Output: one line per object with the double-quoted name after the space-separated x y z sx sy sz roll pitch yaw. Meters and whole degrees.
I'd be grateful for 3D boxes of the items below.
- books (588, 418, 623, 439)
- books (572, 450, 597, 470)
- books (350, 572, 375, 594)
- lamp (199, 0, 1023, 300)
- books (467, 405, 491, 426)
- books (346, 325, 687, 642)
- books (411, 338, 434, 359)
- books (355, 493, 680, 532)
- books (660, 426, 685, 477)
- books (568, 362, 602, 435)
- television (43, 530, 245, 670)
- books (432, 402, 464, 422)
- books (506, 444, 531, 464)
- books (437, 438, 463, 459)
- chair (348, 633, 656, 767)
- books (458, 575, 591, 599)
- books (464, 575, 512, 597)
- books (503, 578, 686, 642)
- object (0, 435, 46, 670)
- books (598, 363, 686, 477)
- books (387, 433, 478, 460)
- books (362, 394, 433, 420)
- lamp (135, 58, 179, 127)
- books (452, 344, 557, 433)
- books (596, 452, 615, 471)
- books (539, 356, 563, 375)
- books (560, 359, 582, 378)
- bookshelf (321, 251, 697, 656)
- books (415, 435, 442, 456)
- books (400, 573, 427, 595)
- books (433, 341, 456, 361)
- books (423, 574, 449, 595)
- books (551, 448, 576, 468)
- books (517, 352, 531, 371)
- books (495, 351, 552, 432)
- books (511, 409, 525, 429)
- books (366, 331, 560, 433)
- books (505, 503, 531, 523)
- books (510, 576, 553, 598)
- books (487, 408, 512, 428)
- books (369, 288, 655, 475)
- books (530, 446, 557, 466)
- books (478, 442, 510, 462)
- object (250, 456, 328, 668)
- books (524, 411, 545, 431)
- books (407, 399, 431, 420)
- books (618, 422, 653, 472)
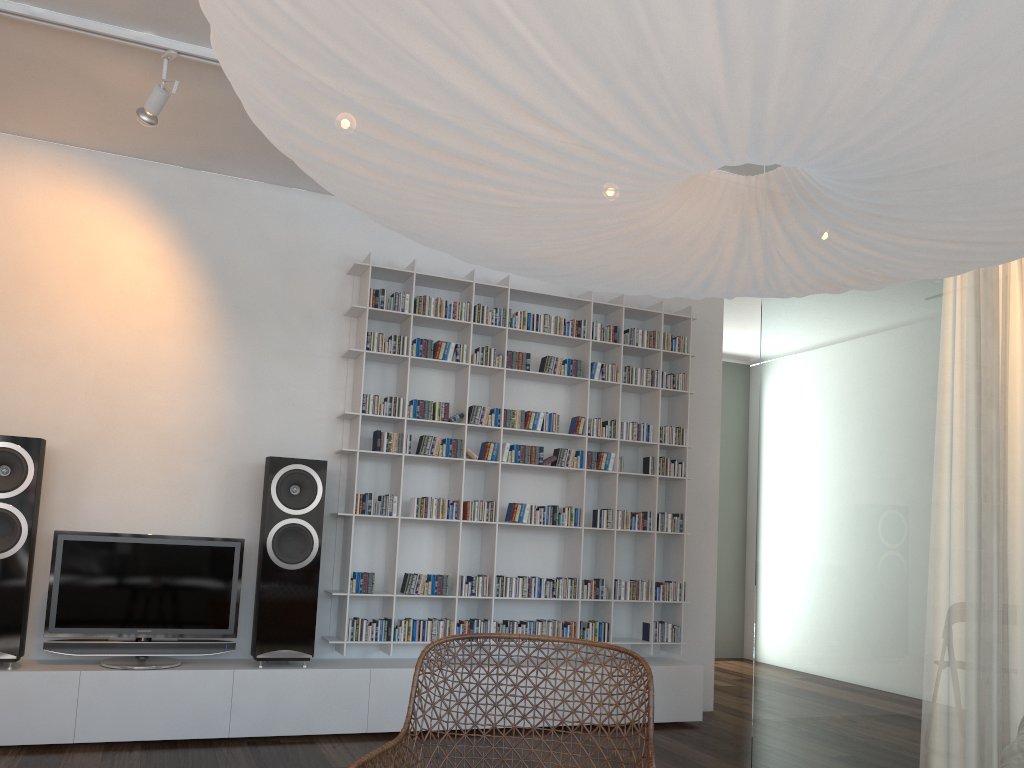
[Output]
0.520 0.261 5.109 0.233 0.112 0.102 7 -8 -22 "books"
0.404 0.437 5.047 0.145 0.104 0.099 7 -9 -23 "books"
-0.774 1.015 4.519 0.132 0.103 0.100 6 -9 -23 "books"
0.331 -0.327 1.234 1.470 0.208 1.484 0 -10 15 "lamp"
-0.187 0.177 4.826 0.118 0.107 0.090 6 -8 -22 "books"
0.099 0.505 4.919 1.957 1.805 0.115 6 -7 -22 "books"
-0.493 -0.183 4.730 0.132 0.103 0.100 6 -9 -23 "books"
0.078 0.718 4.894 1.929 0.113 0.115 7 -9 -22 "books"
0.928 0.403 5.267 0.183 0.297 0.115 6 -7 -22 "books"
0.420 0.087 5.081 0.156 0.428 0.090 5 -6 -22 "books"
-1.698 1.004 4.129 0.788 0.596 0.348 3 -7 -3 "television"
-0.343 0.161 4.763 0.164 0.105 0.090 6 -8 -22 "books"
0.029 0.392 4.898 0.132 0.103 0.100 6 -9 -23 "books"
-0.337 0.349 4.751 0.132 0.103 0.100 6 -9 -23 "books"
0.000 1.016 2.202 0.718 0.703 0.692 1 -8 11 "chair"
0.068 1.113 4.858 0.766 0.111 0.115 7 -9 -22 "books"
-0.139 1.088 4.775 0.269 0.112 0.100 7 -9 -23 "books"
0.477 1.280 5.012 1.136 0.346 0.115 7 -7 -22 "books"
-2.268 0.736 3.906 0.295 0.994 0.282 5 -7 -22 "object"
0.753 0.220 5.210 0.570 0.621 0.115 6 -7 -22 "books"
-0.422 0.338 4.717 0.505 0.105 0.090 7 -8 -22 "books"
-0.611 0.128 4.658 0.385 0.103 0.102 7 -9 -22 "books"
-1.336 -1.119 3.385 0.251 0.238 0.086 -3 -8 34 "lamp"
-0.039 0.030 4.901 0.622 0.435 0.101 6 -7 -22 "books"
0.525 0.449 5.095 0.118 0.107 0.090 6 -8 -22 "books"
0.220 -0.097 5.014 0.118 0.107 0.090 6 -8 -22 "books"
0.327 -0.083 5.058 0.132 0.103 0.100 6 -9 -23 "books"
0.065 0.455 4.964 2.090 2.057 0.228 6 -7 -22 "bookshelf"
-0.443 0.332 4.708 0.118 0.107 0.090 6 -8 -22 "books"
-0.513 1.045 4.622 0.118 0.107 0.090 6 -8 -22 "books"
-0.374 -0.170 4.777 0.118 0.107 0.090 6 -8 -22 "books"
-0.407 1.059 4.666 0.132 0.103 0.100 6 -9 -23 "books"
0.291 0.422 5.001 0.118 0.107 0.090 6 -8 -22 "books"
0.055 -0.117 4.948 0.074 0.103 0.090 6 -8 -21 "books"
0.052 0.046 4.937 0.351 0.428 0.101 6 -7 -23 "books"
0.021 0.202 4.909 0.074 0.108 0.090 6 -8 -21 "books"
-0.259 0.007 4.811 1.127 0.427 0.102 7 -7 -22 "books"
0.033 0.712 4.872 0.118 0.107 0.090 6 -8 -22 "books"
0.096 1.117 4.869 0.235 0.111 0.115 7 -9 -22 "books"
-0.077 0.192 4.870 0.139 0.103 0.100 6 -9 -23 "books"
0.030 0.020 4.930 1.757 0.851 0.115 7 -7 -22 "books"
0.168 0.409 4.952 0.164 0.105 0.090 6 -8 -22 "books"
-0.097 0.375 4.846 0.158 0.109 0.090 6 -8 -22 "books"
-1.108 0.875 4.368 0.295 0.994 0.282 5 -7 -22 "object"
0.111 0.212 4.945 0.118 0.107 0.090 6 -8 -22 "books"
-0.506 0.141 4.699 0.132 0.103 0.100 6 -9 -23 "books"
0.700 0.375 5.176 0.231 0.297 0.115 6 -7 -22 "books"
